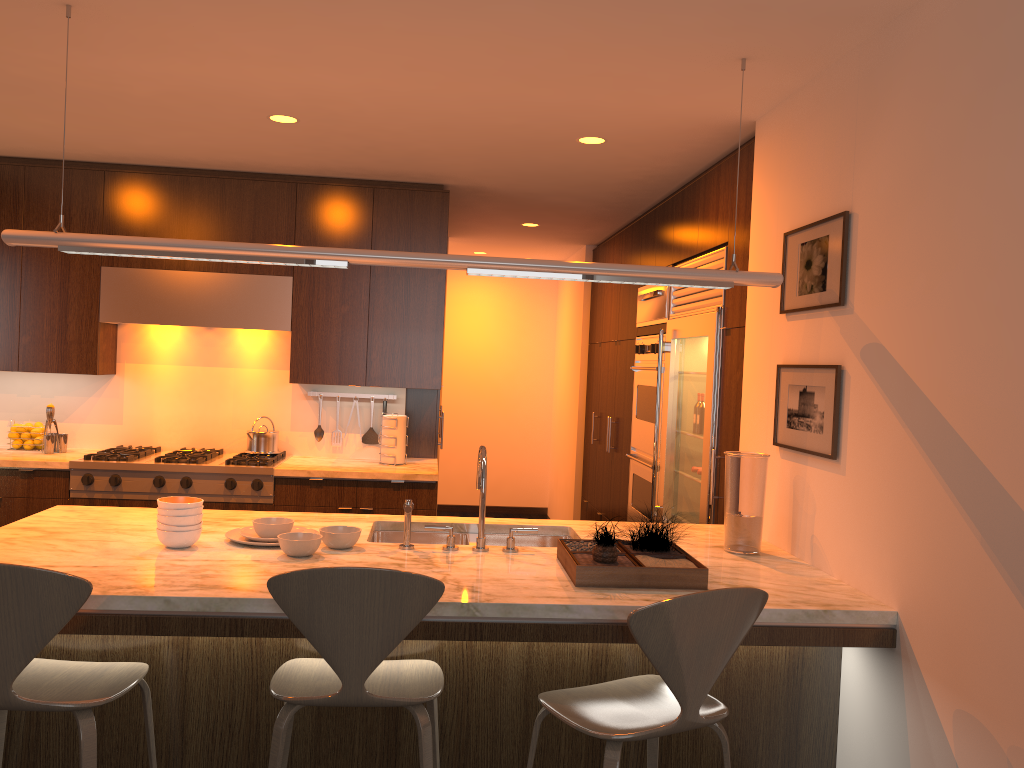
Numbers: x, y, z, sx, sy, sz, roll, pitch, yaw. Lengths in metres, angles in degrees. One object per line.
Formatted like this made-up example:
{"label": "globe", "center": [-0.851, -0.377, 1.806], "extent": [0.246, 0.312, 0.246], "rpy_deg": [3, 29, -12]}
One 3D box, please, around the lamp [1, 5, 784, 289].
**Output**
{"label": "lamp", "center": [-0.319, -0.748, 2.865], "extent": [2.465, 0.765, 0.120], "rpy_deg": [2, 1, -5]}

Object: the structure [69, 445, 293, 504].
{"label": "structure", "center": [-1.862, 0.416, 5.157], "extent": [1.067, 0.422, 0.824], "rpy_deg": [2, 1, -5]}

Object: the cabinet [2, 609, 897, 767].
{"label": "cabinet", "center": [-0.377, 1.020, 2.938], "extent": [2.713, 0.876, 1.281], "rpy_deg": [2, 1, -5]}

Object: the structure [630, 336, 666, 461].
{"label": "structure", "center": [1.116, 0.368, 5.452], "extent": [0.687, 1.294, 0.743], "rpy_deg": [2, 1, -5]}

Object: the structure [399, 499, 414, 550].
{"label": "structure", "center": [-0.345, 0.464, 2.934], "extent": [0.050, 0.161, 0.067], "rpy_deg": [2, 1, -5]}

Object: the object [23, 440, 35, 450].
{"label": "object", "center": [-2.813, 0.356, 5.167], "extent": [0.064, 0.063, 0.074], "rpy_deg": [2, 2, -42]}

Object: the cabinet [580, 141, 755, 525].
{"label": "cabinet", "center": [1.114, 0.197, 5.683], "extent": [0.690, 2.540, 3.924], "rpy_deg": [2, 1, -5]}

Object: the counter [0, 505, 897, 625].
{"label": "counter", "center": [-0.357, 0.564, 2.929], "extent": [2.711, 0.038, 1.280], "rpy_deg": [2, 1, -5]}

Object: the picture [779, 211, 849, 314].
{"label": "picture", "center": [1.025, -0.401, 3.033], "extent": [0.012, 0.298, 0.493], "rpy_deg": [2, 1, -5]}

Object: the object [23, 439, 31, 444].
{"label": "object", "center": [-2.838, 0.348, 5.201], "extent": [0.052, 0.060, 0.057], "rpy_deg": [3, 1, 34]}

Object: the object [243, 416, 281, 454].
{"label": "object", "center": [-1.496, 0.302, 5.327], "extent": [0.221, 0.218, 0.221], "rpy_deg": [2, 1, -21]}

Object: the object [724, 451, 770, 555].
{"label": "object", "center": [0.821, 0.419, 3.131], "extent": [0.159, 0.349, 0.159], "rpy_deg": [2, 1, -32]}

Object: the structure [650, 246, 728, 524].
{"label": "structure", "center": [1.167, 0.428, 4.593], "extent": [0.687, 2.129, 0.915], "rpy_deg": [2, 1, -5]}

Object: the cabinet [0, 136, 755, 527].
{"label": "cabinet", "center": [-1.105, -0.088, 3.562], "extent": [5.521, 2.997, 7.728], "rpy_deg": [2, 1, -5]}

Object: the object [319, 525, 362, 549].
{"label": "object", "center": [-0.564, 0.506, 2.908], "extent": [0.139, 0.059, 0.138], "rpy_deg": [3, 1, 20]}

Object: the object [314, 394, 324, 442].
{"label": "object", "center": [-1.183, 0.208, 5.458], "extent": [0.061, 0.296, 0.020], "rpy_deg": [2, 1, -7]}

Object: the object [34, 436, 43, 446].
{"label": "object", "center": [-2.756, 0.331, 5.165], "extent": [0.052, 0.054, 0.061], "rpy_deg": [3, 1, 5]}

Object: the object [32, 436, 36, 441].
{"label": "object", "center": [-2.796, 0.318, 5.220], "extent": [0.062, 0.053, 0.051], "rpy_deg": [3, 1, 36]}

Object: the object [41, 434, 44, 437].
{"label": "object", "center": [-2.768, 0.322, 5.233], "extent": [0.051, 0.055, 0.061], "rpy_deg": [3, 1, 7]}

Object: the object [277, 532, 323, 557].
{"label": "object", "center": [-0.663, 0.505, 2.769], "extent": [0.139, 0.059, 0.138], "rpy_deg": [3, 1, 20]}

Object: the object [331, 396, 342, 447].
{"label": "object", "center": [-1.078, 0.229, 5.472], "extent": [0.066, 0.314, 0.004], "rpy_deg": [2, 1, -5]}

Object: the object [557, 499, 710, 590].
{"label": "object", "center": [0.412, 0.467, 2.779], "extent": [0.497, 0.231, 0.503], "rpy_deg": [2, 1, -5]}

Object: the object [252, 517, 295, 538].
{"label": "object", "center": [-0.802, 0.488, 2.978], "extent": [0.139, 0.059, 0.138], "rpy_deg": [3, 1, 20]}

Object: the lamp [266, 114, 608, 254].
{"label": "lamp", "center": [-7.861, -1.600, 4.859], "extent": [16.431, 0.171, 5.868], "rpy_deg": [2, 1, -5]}

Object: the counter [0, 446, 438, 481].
{"label": "counter", "center": [-2.200, 0.444, 4.658], "extent": [3.616, 0.038, 3.187], "rpy_deg": [2, 1, -5]}

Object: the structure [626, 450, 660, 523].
{"label": "structure", "center": [0.790, 0.710, 5.431], "extent": [0.064, 0.544, 0.710], "rpy_deg": [2, 1, -5]}

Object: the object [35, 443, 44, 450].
{"label": "object", "center": [-2.769, 0.358, 5.204], "extent": [0.063, 0.053, 0.051], "rpy_deg": [3, 1, 36]}

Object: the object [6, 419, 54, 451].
{"label": "object", "center": [-2.832, 0.297, 5.217], "extent": [0.207, 0.175, 0.189], "rpy_deg": [2, 1, -7]}

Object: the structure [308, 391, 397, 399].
{"label": "structure", "center": [-0.987, 0.071, 5.482], "extent": [0.541, 0.031, 0.048], "rpy_deg": [3, 1, -2]}

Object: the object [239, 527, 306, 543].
{"label": "object", "center": [-0.803, 0.509, 2.978], "extent": [0.217, 0.025, 0.216], "rpy_deg": [3, 1, 12]}

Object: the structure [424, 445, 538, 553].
{"label": "structure", "center": [-0.077, 0.385, 2.990], "extent": [0.310, 0.341, 0.321], "rpy_deg": [3, 1, 32]}

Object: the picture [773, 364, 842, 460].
{"label": "picture", "center": [1.003, 0.084, 3.041], "extent": [0.012, 0.300, 0.496], "rpy_deg": [2, 1, -5]}
